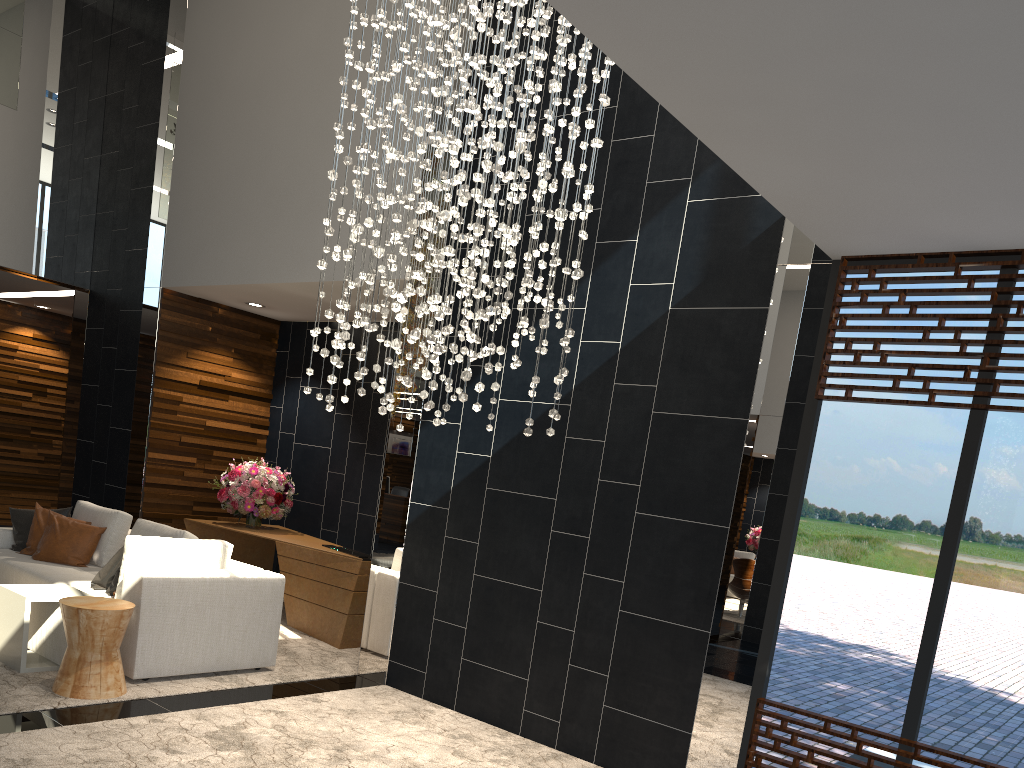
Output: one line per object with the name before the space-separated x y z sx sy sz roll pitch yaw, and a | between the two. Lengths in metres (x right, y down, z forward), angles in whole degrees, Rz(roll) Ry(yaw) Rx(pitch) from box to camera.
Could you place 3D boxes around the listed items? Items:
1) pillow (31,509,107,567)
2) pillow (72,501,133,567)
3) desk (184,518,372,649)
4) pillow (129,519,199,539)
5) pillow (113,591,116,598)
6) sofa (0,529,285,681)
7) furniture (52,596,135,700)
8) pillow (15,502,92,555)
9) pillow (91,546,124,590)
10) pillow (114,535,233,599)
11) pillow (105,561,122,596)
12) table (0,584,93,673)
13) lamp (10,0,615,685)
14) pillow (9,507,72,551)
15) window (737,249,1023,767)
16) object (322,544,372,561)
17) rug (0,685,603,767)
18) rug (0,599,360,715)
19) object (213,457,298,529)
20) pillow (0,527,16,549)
pillow | -3.399 1.192 6.588 0.517 0.419 0.266 8 3 9
pillow | -3.315 1.190 6.865 0.705 0.458 0.249 7 2 38
desk | -1.977 1.781 7.865 2.200 0.758 1.004 5 -3 38
pillow | -2.623 1.241 6.321 0.705 0.442 0.293 6 1 39
pillow | -2.389 1.243 5.684 0.263 0.417 0.526 11 0 35
sofa | -3.076 1.465 6.304 2.795 0.690 1.310 4 -5 38
furniture | -2.393 1.505 4.935 0.396 0.528 0.384 8 2 -16
pillow | -3.562 1.158 6.729 0.548 0.437 0.239 8 4 3
pillow | -2.665 1.246 5.943 0.299 0.368 0.502 8 -2 -2
pillow | -2.190 1.223 5.616 0.213 0.463 0.722 12 1 40
pillow | -2.518 1.255 5.839 0.254 0.417 0.553 9 -1 7
table | -2.894 1.499 5.327 0.391 0.472 0.404 10 2 39
lamp | 0.060 -46.669 0.706 404.514 115.255 392.658 11 -6 -26
pillow | -3.744 1.146 6.843 0.555 0.421 0.250 9 4 -4
window | 0.595 -1.242 0.979 2.299 6.087 6.220 13 3 39
object | -1.347 1.437 7.333 0.245 0.027 0.697 14 -8 -40
rug | -1.047 1.872 4.024 2.291 0.006 3.471 4 -8 38
rug | -3.388 1.729 5.919 3.151 0.006 5.995 4 -8 38
object | -2.409 1.026 8.140 0.649 0.684 0.697 9 1 30
pillow | -3.969 1.257 7.032 0.235 0.152 0.633 7 -5 34
